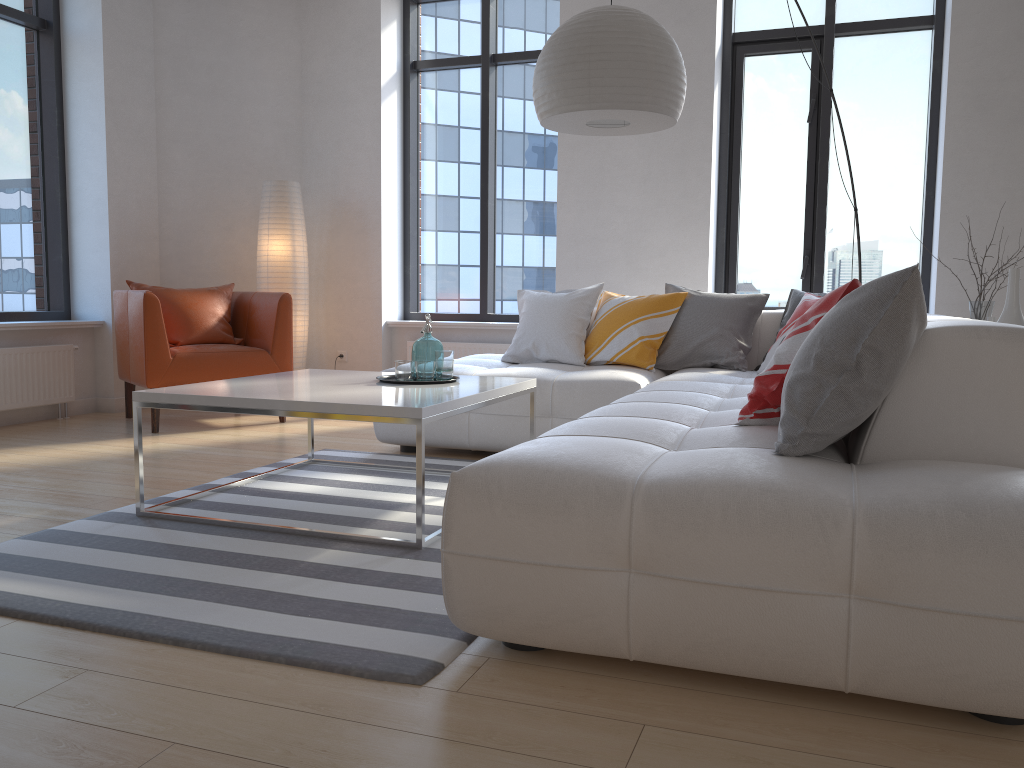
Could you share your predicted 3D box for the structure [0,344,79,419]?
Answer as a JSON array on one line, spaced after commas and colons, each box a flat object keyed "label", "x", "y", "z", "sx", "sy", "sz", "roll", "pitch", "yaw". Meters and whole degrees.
[{"label": "structure", "x": -3.009, "y": 0.038, "z": 4.935, "sx": 0.110, "sy": 0.460, "sz": 1.474, "roll": 3, "pitch": 6, "yaw": 20}]

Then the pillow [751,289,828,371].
[{"label": "pillow", "x": 1.279, "y": -0.193, "z": 3.589, "sx": 0.608, "sy": 0.436, "sz": 2.120, "roll": 2, "pitch": 6, "yaw": 15}]

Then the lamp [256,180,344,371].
[{"label": "lamp", "x": -1.356, "y": -0.610, "z": 6.169, "sx": 0.804, "sy": 1.550, "sz": 0.502, "roll": -1, "pitch": 6, "yaw": -20}]

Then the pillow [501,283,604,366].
[{"label": "pillow", "x": 0.675, "y": -0.263, "z": 4.227, "sx": 0.580, "sy": 0.456, "sz": 2.156, "roll": -5, "pitch": 8, "yaw": -44}]

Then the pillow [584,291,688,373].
[{"label": "pillow", "x": 0.843, "y": -0.218, "z": 3.959, "sx": 0.630, "sy": 0.440, "sz": 2.095, "roll": -2, "pitch": 6, "yaw": -23}]

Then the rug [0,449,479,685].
[{"label": "rug", "x": -0.566, "y": 0.463, "z": 3.130, "sx": 1.662, "sy": 0.016, "sz": 2.326, "roll": 3, "pitch": 6, "yaw": 19}]

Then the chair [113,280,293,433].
[{"label": "chair", "x": -1.926, "y": -0.203, "z": 5.461, "sx": 0.896, "sy": 0.858, "sz": 0.843, "roll": -4, "pitch": 7, "yaw": -38}]

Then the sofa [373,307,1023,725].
[{"label": "sofa", "x": 0.371, "y": 0.077, "z": 3.497, "sx": 2.614, "sy": 0.732, "sz": 3.424, "roll": 3, "pitch": 6, "yaw": 20}]

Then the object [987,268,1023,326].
[{"label": "object", "x": 1.793, "y": -0.213, "z": 3.196, "sx": 0.319, "sy": 0.398, "sz": 0.316, "roll": 6, "pitch": 8, "yaw": 44}]

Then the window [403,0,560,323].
[{"label": "window", "x": -0.166, "y": -1.654, "z": 6.436, "sx": 1.310, "sy": 2.402, "sz": 0.170, "roll": 3, "pitch": 6, "yaw": 20}]

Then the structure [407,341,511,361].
[{"label": "structure", "x": -0.266, "y": -0.061, "z": 6.268, "sx": 1.015, "sy": 0.460, "sz": 0.110, "roll": 3, "pitch": 6, "yaw": 20}]

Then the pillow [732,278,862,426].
[{"label": "pillow", "x": 1.175, "y": -0.138, "z": 3.283, "sx": 0.575, "sy": 0.449, "sz": 2.250, "roll": 2, "pitch": 6, "yaw": 17}]

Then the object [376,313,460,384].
[{"label": "object", "x": -0.371, "y": -0.145, "z": 3.502, "sx": 0.330, "sy": 0.265, "sz": 0.330, "roll": 6, "pitch": 8, "yaw": 44}]

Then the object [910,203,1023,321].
[{"label": "object", "x": 2.160, "y": -0.457, "z": 3.956, "sx": 0.406, "sy": 0.744, "sz": 0.607, "roll": -3, "pitch": 6, "yaw": -30}]

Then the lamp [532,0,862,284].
[{"label": "lamp", "x": 1.421, "y": -0.949, "z": 4.280, "sx": 3.199, "sy": 2.647, "sz": 0.710, "roll": -3, "pitch": 7, "yaw": -34}]

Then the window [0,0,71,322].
[{"label": "window", "x": -3.313, "y": -1.536, "z": 4.865, "sx": 0.170, "sy": 2.402, "sz": 1.960, "roll": 3, "pitch": 6, "yaw": 20}]

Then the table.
[{"label": "table", "x": -0.599, "y": 0.217, "z": 3.368, "sx": 1.091, "sy": 0.435, "sz": 1.091, "roll": 3, "pitch": 6, "yaw": 20}]

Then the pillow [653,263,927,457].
[{"label": "pillow", "x": 0.831, "y": -0.174, "z": 3.301, "sx": 0.647, "sy": 0.453, "sz": 2.953, "roll": 1, "pitch": 6, "yaw": 7}]

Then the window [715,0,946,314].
[{"label": "window", "x": 1.998, "y": -1.556, "z": 5.660, "sx": 1.310, "sy": 2.402, "sz": 0.170, "roll": 3, "pitch": 6, "yaw": 20}]
